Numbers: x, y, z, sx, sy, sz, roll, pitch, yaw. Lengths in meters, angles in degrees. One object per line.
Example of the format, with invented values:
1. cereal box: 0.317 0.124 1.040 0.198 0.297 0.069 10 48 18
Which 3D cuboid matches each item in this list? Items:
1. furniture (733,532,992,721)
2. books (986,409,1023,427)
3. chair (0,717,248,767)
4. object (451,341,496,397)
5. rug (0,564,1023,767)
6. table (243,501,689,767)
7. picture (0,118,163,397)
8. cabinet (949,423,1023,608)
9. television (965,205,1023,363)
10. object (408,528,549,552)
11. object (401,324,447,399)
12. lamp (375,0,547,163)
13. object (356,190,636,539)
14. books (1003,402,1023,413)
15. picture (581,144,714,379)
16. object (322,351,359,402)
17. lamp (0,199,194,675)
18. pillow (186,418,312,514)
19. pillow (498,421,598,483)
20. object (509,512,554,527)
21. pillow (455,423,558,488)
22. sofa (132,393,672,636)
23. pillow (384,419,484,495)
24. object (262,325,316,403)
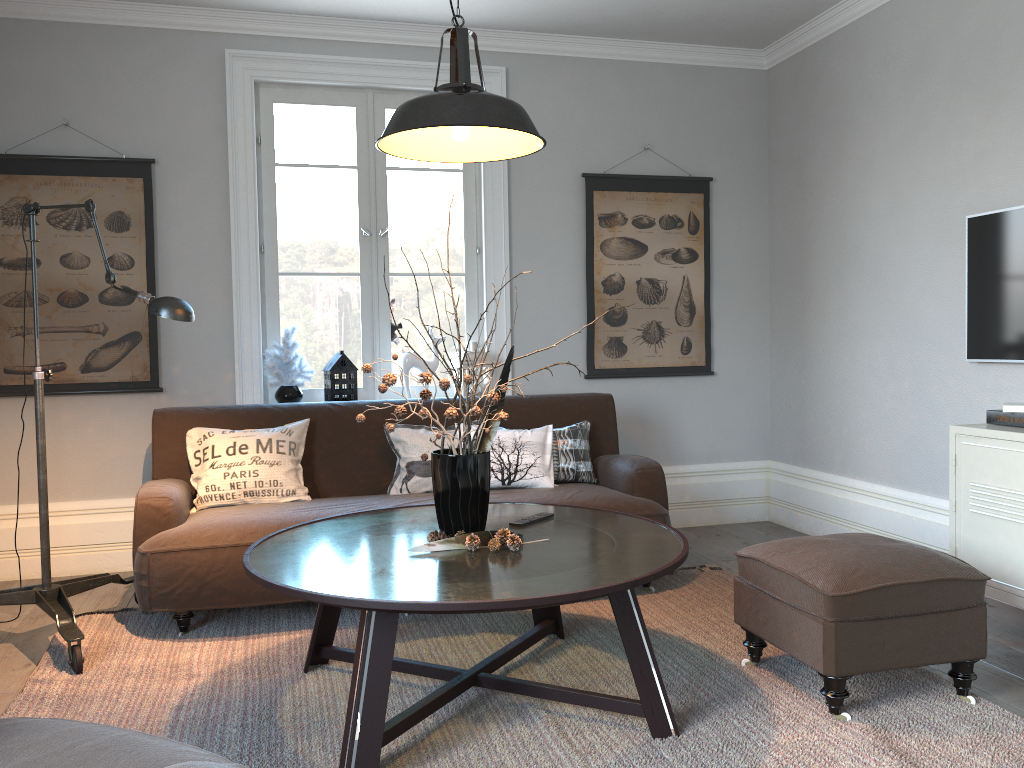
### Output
1. furniture: 1.058 0.710 2.732 0.583 0.439 0.574 -2 3 -15
2. books: 1.849 0.120 3.089 0.218 0.049 0.276 -2 3 -15
3. chair: -0.786 0.647 1.081 0.807 0.795 0.970 0 3 26
4. object: -0.209 -0.068 4.699 0.193 0.322 0.193 -2 3 -21
5. rug: -0.104 0.912 2.726 2.819 0.090 2.400 -2 3 -15
6. table: -0.126 0.719 2.676 1.300 0.503 1.300 -2 3 -22
7. picture: -2.111 -0.603 4.239 0.793 1.313 0.057 -2 2 -15
8. cabinet: 1.891 0.541 2.678 0.408 0.757 1.152 -2 3 -15
9. television: 2.054 -0.393 3.204 0.041 0.657 1.063 -2 3 -15
10. object: -0.093 0.447 2.581 0.404 0.067 0.153 -1 3 2
11. object: -0.452 -0.102 4.572 0.239 0.410 0.128 -2 2 -19
12. lamp: -0.160 -1.240 2.599 0.504 1.075 0.504 0 3 32
13. object: -0.023 -0.061 2.610 0.853 1.065 0.525 -3 3 -44
14. books: 1.837 0.083 3.111 0.199 0.024 0.161 0 3 29
15. picture: 0.773 -0.694 5.013 0.793 1.313 0.057 -2 2 -15
16. object: -0.879 -0.029 4.542 0.155 0.284 0.155 -2 3 -25
17. lamp: -1.899 0.143 3.488 1.864 1.644 0.797 0 3 23
18. pillow: -1.119 0.347 3.782 0.519 0.368 0.240 -2 2 -15
19. pillow: 0.138 0.324 4.117 0.542 0.288 0.183 -2 2 -14
20. object: 0.067 0.449 2.950 0.051 0.011 0.207 1 3 35
21. pillow: -0.028 0.322 3.956 0.471 0.309 0.188 -2 2 -14
22. sofa: -0.443 0.499 3.857 2.165 0.824 0.969 -2 3 -15
23. pillow: -0.329 0.337 3.953 0.472 0.347 0.159 -2 2 -18
24. object: -1.141 -0.091 4.461 0.262 0.423 0.248 0 2 21
